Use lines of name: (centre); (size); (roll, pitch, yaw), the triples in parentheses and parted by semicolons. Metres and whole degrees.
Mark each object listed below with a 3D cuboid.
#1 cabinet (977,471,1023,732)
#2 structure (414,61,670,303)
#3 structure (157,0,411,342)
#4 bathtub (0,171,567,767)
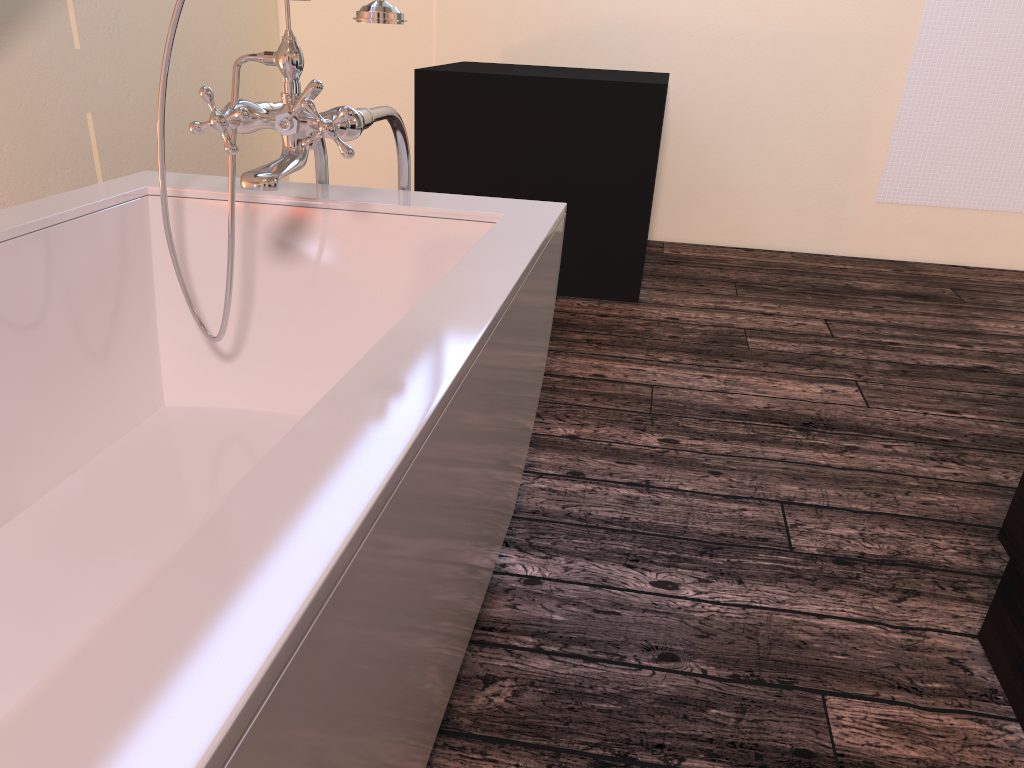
cabinet: (0.830, 0.452, 0.523); (0.385, 0.937, 1.828); (7, 25, 8)
structure: (0.136, -0.927, 3.557); (0.869, 0.874, 0.788); (7, 26, 8)
structure: (-0.305, -0.190, 1.547); (0.383, 1.138, 0.547); (14, 28, 21)
bathtub: (-0.499, 0.354, 0.788); (0.798, 0.705, 2.183); (7, 25, 8)
